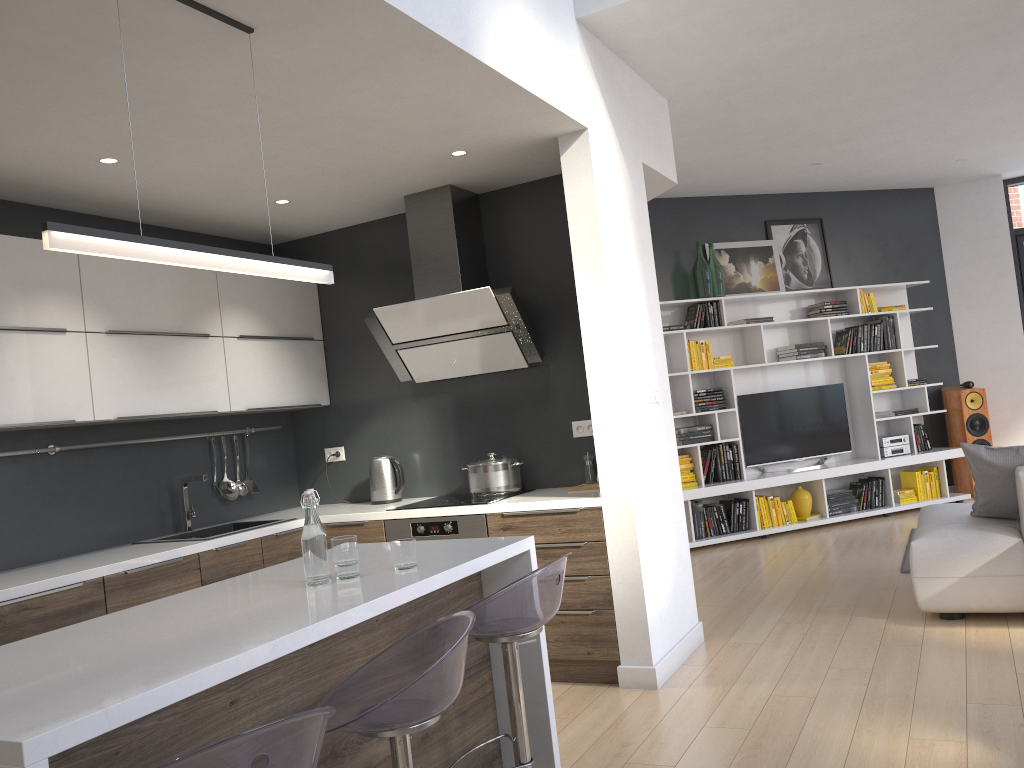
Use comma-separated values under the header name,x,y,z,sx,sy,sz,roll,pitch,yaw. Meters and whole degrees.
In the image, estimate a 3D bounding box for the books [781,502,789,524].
name,x,y,z,sx,sy,sz,roll,pitch,yaw
books,2.293,1.096,7.571,0.056,0.188,0.138,-6,-2,-18

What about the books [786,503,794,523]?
name,x,y,z,sx,sy,sz,roll,pitch,yaw
books,2.339,1.101,7.565,0.049,0.169,0.113,-6,-2,-19

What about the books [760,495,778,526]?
name,x,y,z,sx,sy,sz,roll,pitch,yaw
books,2.173,1.077,7.548,0.055,0.252,0.185,-6,-2,-20

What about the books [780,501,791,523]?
name,x,y,z,sx,sy,sz,roll,pitch,yaw
books,2.316,1.094,7.571,0.046,0.187,0.134,-6,-2,-18

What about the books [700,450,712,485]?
name,x,y,z,sx,sy,sz,roll,pitch,yaw
books,1.595,0.704,7.526,0.142,0.284,0.232,-6,-2,-18

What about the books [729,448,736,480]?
name,x,y,z,sx,sy,sz,roll,pitch,yaw
books,1.831,0.684,7.588,0.028,0.272,0.200,-6,-2,-18

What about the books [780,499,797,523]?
name,x,y,z,sx,sy,sz,roll,pitch,yaw
books,2.356,1.086,7.587,0.067,0.193,0.148,-6,-2,-17

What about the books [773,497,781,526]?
name,x,y,z,sx,sy,sz,roll,pitch,yaw
books,2.209,1.078,7.539,0.043,0.240,0.169,-6,-2,-19

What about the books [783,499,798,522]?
name,x,y,z,sx,sy,sz,roll,pitch,yaw
books,2.376,1.084,7.603,0.046,0.193,0.149,-6,-2,-17

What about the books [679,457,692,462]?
name,x,y,z,sx,sy,sz,roll,pitch,yaw
books,1.368,0.643,7.467,0.234,0.024,0.171,-6,-2,-14

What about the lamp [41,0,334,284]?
name,x,y,z,sx,sy,sz,roll,pitch,yaw
lamp,-0.849,-0.686,2.422,0.020,0.756,0.998,-8,-2,27

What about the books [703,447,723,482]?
name,x,y,z,sx,sy,sz,roll,pitch,yaw
books,1.710,0.685,7.547,0.028,0.301,0.213,-6,-2,-18

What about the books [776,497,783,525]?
name,x,y,z,sx,sy,sz,roll,pitch,yaw
books,2.226,1.079,7.565,0.043,0.235,0.171,-6,-2,-20

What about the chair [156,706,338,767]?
name,x,y,z,sx,sy,sz,roll,pitch,yaw
chair,-0.524,0.994,1.655,0.475,0.787,0.434,-5,-3,-45

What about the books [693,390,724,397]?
name,x,y,z,sx,sy,sz,roll,pitch,yaw
books,1.636,0.089,7.589,0.284,0.030,0.214,-6,-2,-10

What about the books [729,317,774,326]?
name,x,y,z,sx,sy,sz,roll,pitch,yaw
books,2.090,-0.539,7.759,0.310,0.047,0.250,-6,-2,-23

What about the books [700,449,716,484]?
name,x,y,z,sx,sy,sz,roll,pitch,yaw
books,1.649,0.695,7.525,0.100,0.289,0.210,-6,-2,-19

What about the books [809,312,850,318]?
name,x,y,z,sx,sy,sz,roll,pitch,yaw
books,2.865,-0.611,8.018,0.284,0.030,0.214,-6,-2,-15

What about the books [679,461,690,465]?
name,x,y,z,sx,sy,sz,roll,pitch,yaw
books,1.362,0.669,7.467,0.238,0.023,0.167,-7,-2,-3

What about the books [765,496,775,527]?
name,x,y,z,sx,sy,sz,roll,pitch,yaw
books,2.152,1.078,7.530,0.041,0.252,0.180,-6,-2,-18

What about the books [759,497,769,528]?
name,x,y,z,sx,sy,sz,roll,pitch,yaw
books,2.081,1.083,7.522,0.066,0.258,0.198,-6,-2,-18

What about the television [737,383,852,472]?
name,x,y,z,sx,sy,sz,roll,pitch,yaw
television,2.515,0.396,7.868,1.102,0.704,0.207,-6,-2,-18

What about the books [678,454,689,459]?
name,x,y,z,sx,sy,sz,roll,pitch,yaw
books,1.348,0.622,7.487,0.234,0.024,0.171,-6,-2,-14

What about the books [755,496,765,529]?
name,x,y,z,sx,sy,sz,roll,pitch,yaw
books,2.048,1.080,7.506,0.048,0.271,0.213,-6,-2,-18

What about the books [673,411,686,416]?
name,x,y,z,sx,sy,sz,roll,pitch,yaw
books,1.303,0.256,7.438,0.209,0.030,0.266,-6,-2,-25

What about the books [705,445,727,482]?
name,x,y,z,sx,sy,sz,roll,pitch,yaw
books,1.737,0.674,7.562,0.034,0.314,0.237,-6,-2,-18

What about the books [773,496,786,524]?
name,x,y,z,sx,sy,sz,roll,pitch,yaw
books,2.253,1.077,7.584,0.056,0.235,0.172,-6,-2,-19

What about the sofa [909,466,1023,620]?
name,x,y,z,sx,sy,sz,roll,pitch,yaw
sofa,4.057,0.600,4.796,3.424,0.732,2.614,-8,-2,27

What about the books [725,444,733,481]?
name,x,y,z,sx,sy,sz,roll,pitch,yaw
books,1.795,0.668,7.585,0.034,0.315,0.239,-6,-2,-18

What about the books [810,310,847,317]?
name,x,y,z,sx,sy,sz,roll,pitch,yaw
books,2.859,-0.636,8.022,0.264,0.020,0.189,-6,-2,-20

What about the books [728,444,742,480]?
name,x,y,z,sx,sy,sz,roll,pitch,yaw
books,1.867,0.669,7.603,0.051,0.297,0.230,-6,-2,-18

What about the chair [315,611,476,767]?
name,x,y,z,sx,sy,sz,roll,pitch,yaw
chair,-0.259,0.980,2.138,0.434,0.787,0.475,-6,-2,-10

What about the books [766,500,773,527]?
name,x,y,z,sx,sy,sz,roll,pitch,yaw
books,2.134,1.093,7.519,0.042,0.230,0.156,-6,-2,-20

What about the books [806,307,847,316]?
name,x,y,z,sx,sy,sz,roll,pitch,yaw
books,2.853,-0.660,8.043,0.284,0.030,0.214,-6,-2,-15

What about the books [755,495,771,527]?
name,x,y,z,sx,sy,sz,roll,pitch,yaw
books,2.109,1.077,7.531,0.038,0.267,0.202,-6,-2,-18

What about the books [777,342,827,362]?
name,x,y,z,sx,sy,sz,roll,pitch,yaw
books,2.588,-0.283,7.921,0.343,0.137,0.277,-6,-2,-23

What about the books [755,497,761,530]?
name,x,y,z,sx,sy,sz,roll,pitch,yaw
books,2.018,1.083,7.474,0.029,0.270,0.204,-6,-2,-18

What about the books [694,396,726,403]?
name,x,y,z,sx,sy,sz,roll,pitch,yaw
books,1.646,0.138,7.564,0.284,0.030,0.214,-6,-2,-10

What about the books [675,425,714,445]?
name,x,y,z,sx,sy,sz,roll,pitch,yaw
books,1.495,0.436,7.521,0.343,0.137,0.277,-6,-2,-18

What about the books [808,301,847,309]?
name,x,y,z,sx,sy,sz,roll,pitch,yaw
books,2.852,-0.716,8.030,0.266,0.030,0.209,-6,-2,-25

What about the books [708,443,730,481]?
name,x,y,z,sx,sy,sz,roll,pitch,yaw
books,1.766,0.665,7.576,0.026,0.326,0.237,-6,-2,-18

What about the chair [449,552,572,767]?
name,x,y,z,sx,sy,sz,roll,pitch,yaw
chair,0.009,0.942,2.672,0.434,0.838,0.475,-8,-2,25

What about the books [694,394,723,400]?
name,x,y,z,sx,sy,sz,roll,pitch,yaw
books,1.641,0.113,7.568,0.264,0.020,0.189,-6,-2,-15

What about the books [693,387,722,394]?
name,x,y,z,sx,sy,sz,roll,pitch,yaw
books,1.642,0.059,7.564,0.246,0.026,0.180,-6,-2,-11

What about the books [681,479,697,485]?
name,x,y,z,sx,sy,sz,roll,pitch,yaw
books,1.380,0.827,7.443,0.269,0.025,0.213,-6,-2,-15

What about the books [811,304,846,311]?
name,x,y,z,sx,sy,sz,roll,pitch,yaw
books,2.861,-0.690,8.019,0.246,0.026,0.180,-6,-2,-16
